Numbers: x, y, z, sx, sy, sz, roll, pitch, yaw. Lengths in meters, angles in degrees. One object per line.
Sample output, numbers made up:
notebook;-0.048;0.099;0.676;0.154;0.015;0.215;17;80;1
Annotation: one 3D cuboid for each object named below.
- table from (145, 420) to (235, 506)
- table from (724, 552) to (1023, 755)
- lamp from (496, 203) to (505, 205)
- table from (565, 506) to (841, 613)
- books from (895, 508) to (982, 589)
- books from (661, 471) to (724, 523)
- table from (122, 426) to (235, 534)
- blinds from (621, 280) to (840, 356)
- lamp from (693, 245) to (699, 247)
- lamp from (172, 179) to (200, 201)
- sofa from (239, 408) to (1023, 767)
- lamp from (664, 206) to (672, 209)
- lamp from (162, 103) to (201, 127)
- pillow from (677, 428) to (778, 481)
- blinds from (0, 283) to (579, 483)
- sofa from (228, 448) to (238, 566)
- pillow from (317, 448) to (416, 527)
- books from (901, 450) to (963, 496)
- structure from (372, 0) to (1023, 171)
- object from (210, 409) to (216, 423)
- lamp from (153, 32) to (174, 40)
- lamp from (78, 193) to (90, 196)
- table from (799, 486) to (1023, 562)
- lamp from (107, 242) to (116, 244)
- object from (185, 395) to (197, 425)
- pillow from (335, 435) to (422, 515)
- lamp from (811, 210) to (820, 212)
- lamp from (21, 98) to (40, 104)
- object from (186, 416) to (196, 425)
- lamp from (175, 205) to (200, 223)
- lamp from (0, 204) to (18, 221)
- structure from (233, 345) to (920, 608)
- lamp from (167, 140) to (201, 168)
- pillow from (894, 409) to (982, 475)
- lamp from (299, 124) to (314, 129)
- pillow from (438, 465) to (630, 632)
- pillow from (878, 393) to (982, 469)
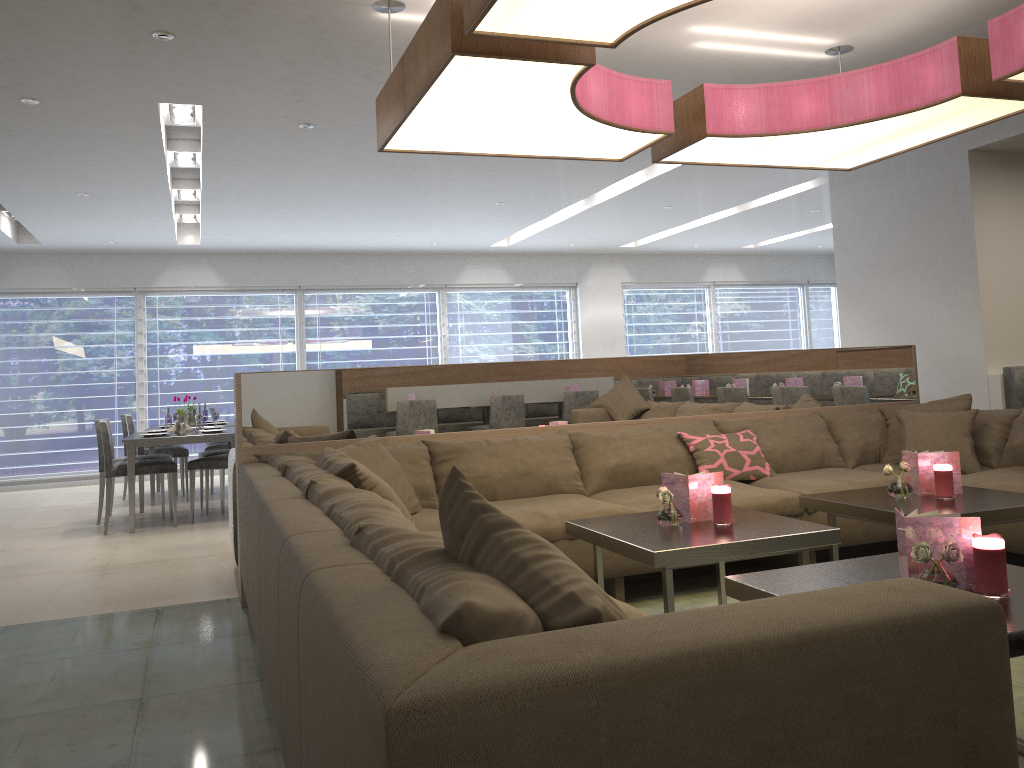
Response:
table;-2.904;0.693;8.092;0.778;0.637;1.184;-2;-1;-20
table;0.957;0.667;1.990;0.658;0.414;0.655;-2;-1;-20
lamp;-0.105;-1.628;7.992;0.089;0.007;0.089;-3;0;25
table;0.617;0.676;2.945;0.658;0.414;0.655;-2;-1;-20
books;0.993;0.382;2.060;0.157;0.165;0.142;-3;-2;15
books;0.642;0.391;3.050;0.257;0.165;0.143;-3;-2;34
table;-2.456;0.683;6.645;0.778;0.637;1.184;-2;-1;-20
blinds;3.209;-0.429;12.357;3.653;2.054;0.045;-3;-4;-20
lamp;2.362;-1.771;11.347;0.089;0.007;0.089;-3;0;25
lamp;-2.868;-1.699;7.796;0.227;0.102;0.486;-3;0;-20
sofa;1.124;0.521;2.936;3.768;0.678;3.168;-3;0;-20
lamp;1.513;-1.710;8.570;0.089;0.007;0.089;-3;0;25
lamp;-2.066;-1.720;5.539;0.227;0.102;0.486;-3;0;-20
pillow;1.031;0.343;4.216;0.464;0.254;0.179;-2;-2;-24
blinds;-2.458;-0.143;10.332;7.101;2.054;0.045;-3;-4;-20
sofa;0.383;0.565;5.039;3.801;0.631;0.832;-3;-1;-20
pillow;-0.497;0.394;3.035;0.312;0.341;0.492;-2;-1;-25
books;1.622;0.341;3.419;0.157;0.165;0.142;-3;-2;0
structure;0.969;-1.346;2.979;2.443;0.621;2.437;-3;0;-20
object;-2.720;0.297;8.043;0.053;0.140;0.053;-5;-4;28
lamp;-1.532;-1.529;3.886;0.089;0.007;0.089;-3;0;25
lamp;-3.314;-1.466;6.846;0.089;0.007;0.089;-3;0;25
table;1.561;0.628;3.282;0.658;0.414;0.655;-2;-1;-20
lamp;-4.094;-1.446;9.041;0.089;0.007;0.089;-3;0;25
object;-2.946;0.238;8.122;0.104;0.278;0.154;-1;-3;-22
pillow;-0.556;0.395;3.528;0.297;0.358;0.501;-3;-1;13
lamp;3.142;-1.792;9.152;0.089;0.007;0.089;-3;0;25
lamp;-2.534;-1.487;4.651;0.089;0.007;0.089;-3;0;25
object;-2.968;0.327;8.174;0.070;0.100;0.203;-5;-2;40
lamp;-3.240;-1.690;8.841;0.227;0.102;0.486;-3;0;-20
lamp;-4.657;-1.618;8.335;0.227;0.102;0.486;-3;0;-20
structure;0.553;0.368;4.565;3.776;1.013;0.222;-3;-4;-20
lamp;-2.447;-1.710;6.611;0.227;0.102;0.486;-3;0;-20
pillow;2.058;0.286;4.268;0.379;0.324;0.234;-3;-3;25
lamp;-1.240;-1.554;5.334;0.089;0.007;0.089;-3;0;25
pillow;0.057;0.325;1.394;0.279;0.406;0.530;-1;-2;-31
pillow;2.102;0.253;4.476;0.524;0.396;0.291;-4;-3;39
